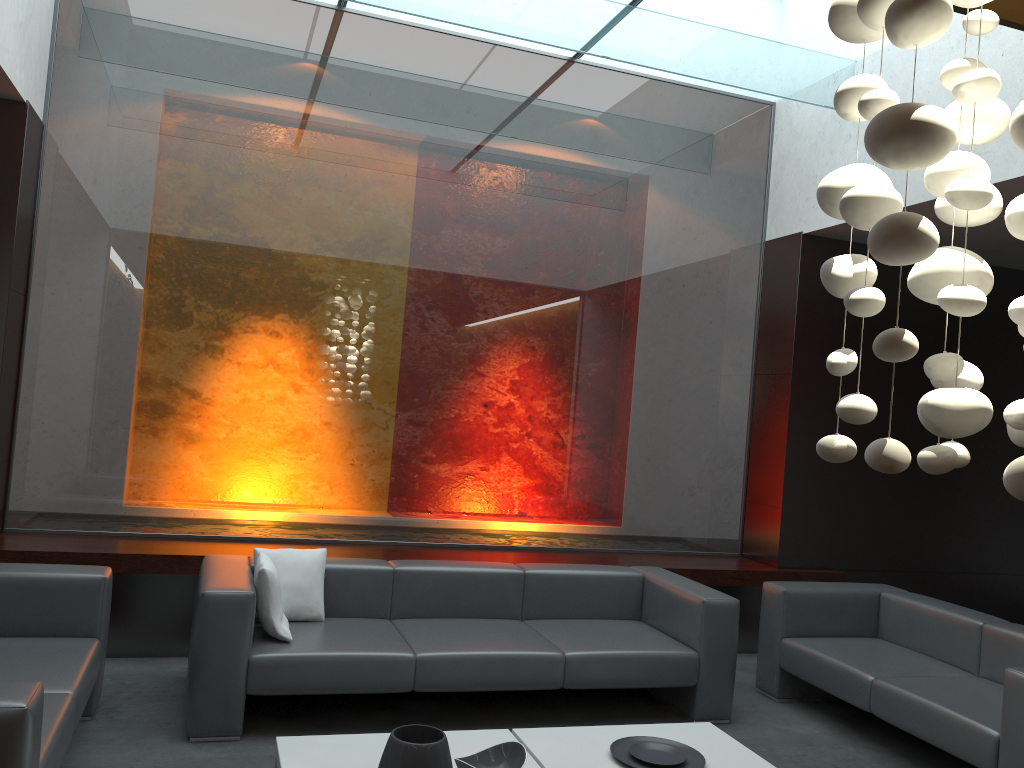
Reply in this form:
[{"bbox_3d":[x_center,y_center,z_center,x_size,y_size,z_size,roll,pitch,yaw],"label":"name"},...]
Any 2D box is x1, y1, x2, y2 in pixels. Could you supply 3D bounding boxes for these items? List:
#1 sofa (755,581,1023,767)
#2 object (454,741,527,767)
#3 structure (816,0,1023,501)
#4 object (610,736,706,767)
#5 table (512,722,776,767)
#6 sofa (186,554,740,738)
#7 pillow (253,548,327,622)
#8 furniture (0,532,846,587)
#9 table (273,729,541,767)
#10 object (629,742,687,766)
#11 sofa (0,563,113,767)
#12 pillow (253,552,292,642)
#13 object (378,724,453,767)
[{"bbox_3d":[2.224,1.538,4.567,0.943,0.652,2.025,5,-2,-18],"label":"sofa"},{"bbox_3d":[-0.081,1.439,3.321,0.223,0.125,0.317,3,-2,38],"label":"object"},{"bbox_3d":[0.932,-0.558,1.723,1.002,1.529,1.002,4,-2,30],"label":"structure"},{"bbox_3d":[0.607,1.557,3.704,0.394,0.027,0.394,5,-2,-1],"label":"object"},{"bbox_3d":[0.624,1.645,3.611,1.000,0.150,1.000,5,-2,-18],"label":"table"},{"bbox_3d":[-0.235,1.336,4.710,2.781,0.652,0.943,5,-2,-18],"label":"sofa"},{"bbox_3d":[-1.146,1.031,4.556,0.376,0.361,0.169,5,-2,-20],"label":"pillow"},{"bbox_3d":[-0.539,1.142,5.699,6.000,0.109,0.600,5,-2,-18],"label":"furniture"},{"bbox_3d":[-0.338,1.555,3.294,1.000,0.150,1.000,5,-2,-18],"label":"table"},{"bbox_3d":[0.607,1.554,3.704,0.239,0.027,0.239,3,-3,44],"label":"object"},{"bbox_3d":[-2.055,1.134,3.153,0.943,0.652,2.025,5,-2,-18],"label":"sofa"},{"bbox_3d":[-1.155,1.022,4.270,0.186,0.358,0.376,5,-2,-19],"label":"pillow"},{"bbox_3d":[-0.322,1.313,2.932,0.265,0.309,0.265,3,-3,44],"label":"object"}]
